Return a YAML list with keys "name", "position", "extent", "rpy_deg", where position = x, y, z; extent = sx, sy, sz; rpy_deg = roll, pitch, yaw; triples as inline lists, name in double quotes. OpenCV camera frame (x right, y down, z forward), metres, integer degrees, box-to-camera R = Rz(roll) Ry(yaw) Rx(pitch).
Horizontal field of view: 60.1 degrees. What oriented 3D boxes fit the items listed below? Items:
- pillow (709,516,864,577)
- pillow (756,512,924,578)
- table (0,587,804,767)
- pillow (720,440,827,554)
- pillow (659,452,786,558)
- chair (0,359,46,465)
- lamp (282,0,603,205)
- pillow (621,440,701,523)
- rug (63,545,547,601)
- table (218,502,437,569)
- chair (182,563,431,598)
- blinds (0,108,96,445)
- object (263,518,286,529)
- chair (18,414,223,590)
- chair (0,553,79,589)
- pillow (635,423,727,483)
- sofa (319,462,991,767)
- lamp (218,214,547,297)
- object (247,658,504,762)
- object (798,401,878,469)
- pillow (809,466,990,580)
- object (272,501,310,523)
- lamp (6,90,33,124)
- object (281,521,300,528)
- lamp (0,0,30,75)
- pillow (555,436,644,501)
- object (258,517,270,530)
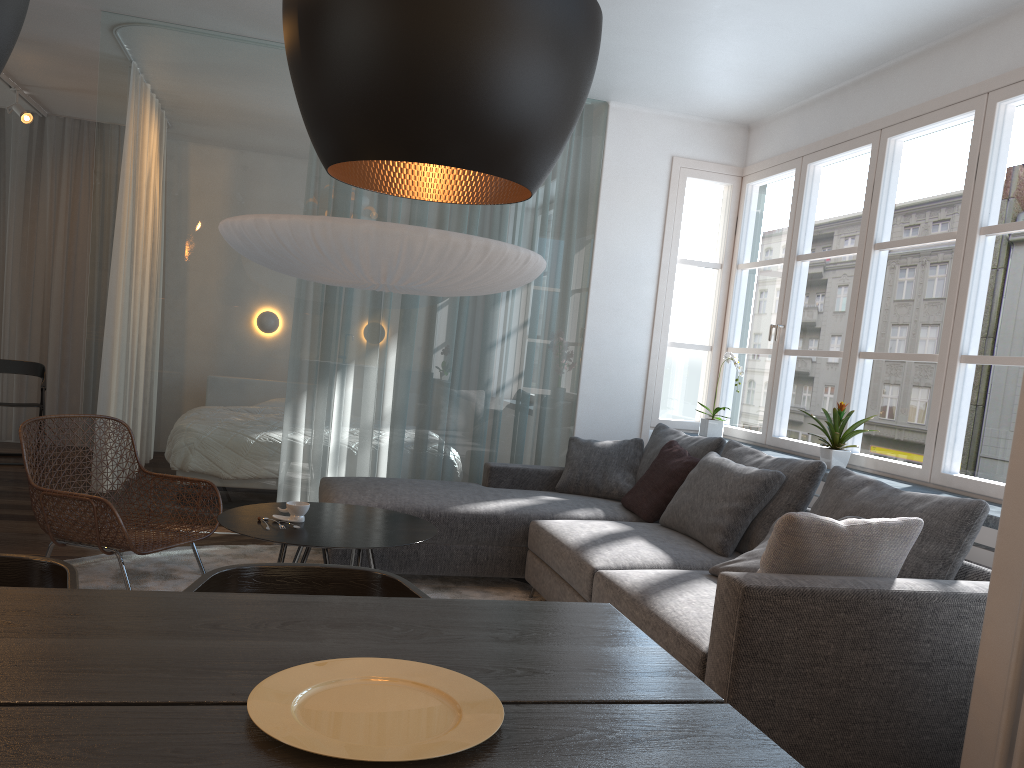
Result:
- name: "pillow"
  position: [1.044, 0.613, 3.297]
  extent: [0.445, 0.323, 0.488]
  rpy_deg: [4, 4, -33]
- name: "pillow"
  position: [0.964, 0.582, 2.730]
  extent: [0.495, 0.417, 0.284]
  rpy_deg: [5, 5, -16]
- name: "table"
  position: [-0.893, 0.741, 1.146]
  extent: [2.504, 0.684, 1.099]
  rpy_deg: [5, 3, -15]
- name: "pillow"
  position: [1.100, 0.531, 4.116]
  extent: [0.277, 0.478, 0.833]
  rpy_deg: [4, 3, -14]
- name: "pillow"
  position: [0.956, 0.543, 4.097]
  extent: [0.292, 0.399, 0.662]
  rpy_deg: [4, 3, -15]
- name: "chair"
  position: [-3.898, 0.210, 6.858]
  extent: [0.501, 0.780, 0.557]
  rpy_deg: [2, 6, -34]
- name: "lamp"
  position: [-0.082, -0.535, 1.150]
  extent: [0.409, 0.545, 0.409]
  rpy_deg: [7, 5, 19]
- name: "pillow"
  position: [0.787, 0.507, 4.668]
  extent: [0.311, 0.406, 0.517]
  rpy_deg: [5, 4, -13]
- name: "rug"
  position: [-0.890, 0.998, 3.649]
  extent: [2.842, 0.012, 2.817]
  rpy_deg: [4, 2, -35]
- name: "table"
  position: [-0.742, 0.783, 3.524]
  extent: [0.848, 0.476, 0.841]
  rpy_deg: [5, 3, -12]
- name: "chair"
  position: [-0.449, 0.767, 1.855]
  extent: [0.594, 0.676, 0.515]
  rpy_deg: [4, 5, -16]
- name: "blinds"
  position: [-3.859, -0.852, 7.456]
  extent: [1.810, 2.754, 0.151]
  rpy_deg: [5, 6, -12]
- name: "object"
  position: [-0.904, 0.525, 3.362]
  extent: [0.025, 0.016, 0.162]
  rpy_deg: [3, 3, -40]
- name: "chair"
  position: [-1.810, 0.529, 4.061]
  extent: [0.683, 0.714, 0.716]
  rpy_deg: [7, 4, 18]
- name: "chair"
  position: [-1.107, 0.708, 1.677]
  extent: [0.594, 0.676, 0.516]
  rpy_deg: [5, 5, -14]
- name: "pillow"
  position: [0.878, 0.483, 4.951]
  extent: [0.275, 0.481, 0.830]
  rpy_deg: [4, 3, -14]
- name: "sofa"
  position: [0.236, 0.771, 3.878]
  extent: [2.042, 0.676, 3.047]
  rpy_deg: [5, 2, -14]
- name: "lamp"
  position: [-0.582, -0.544, 4.065]
  extent: [1.464, 0.211, 1.467]
  rpy_deg: [6, 2, 22]
- name: "object"
  position: [-0.189, 0.456, 1.246]
  extent: [0.356, 0.017, 0.353]
  rpy_deg: [5, 2, -11]
- name: "object"
  position: [1.562, 0.246, 4.214]
  extent: [0.323, 0.330, 0.373]
  rpy_deg: [2, 5, -39]
- name: "pillow"
  position: [1.311, 0.582, 3.235]
  extent: [0.275, 0.480, 0.830]
  rpy_deg: [4, 3, -14]
- name: "object"
  position: [-0.863, 0.499, 3.461]
  extent: [0.139, 0.069, 0.091]
  rpy_deg: [6, 3, -3]
- name: "lamp"
  position: [-3.579, -2.008, 6.402]
  extent: [0.250, 0.241, 0.085]
  rpy_deg: [7, 6, 17]
- name: "object"
  position: [-0.848, 0.534, 3.368]
  extent: [0.123, 0.010, 0.026]
  rpy_deg: [7, 3, 42]
- name: "lamp"
  position: [-0.756, -0.596, 0.973]
  extent: [0.411, 0.545, 0.408]
  rpy_deg: [2, 6, -38]
- name: "pillow"
  position: [0.511, 0.477, 5.169]
  extent: [0.513, 0.362, 0.346]
  rpy_deg: [7, 4, 25]
- name: "object"
  position: [-0.937, 0.524, 3.335]
  extent: [0.015, 0.015, 0.166]
  rpy_deg: [4, 3, -27]
